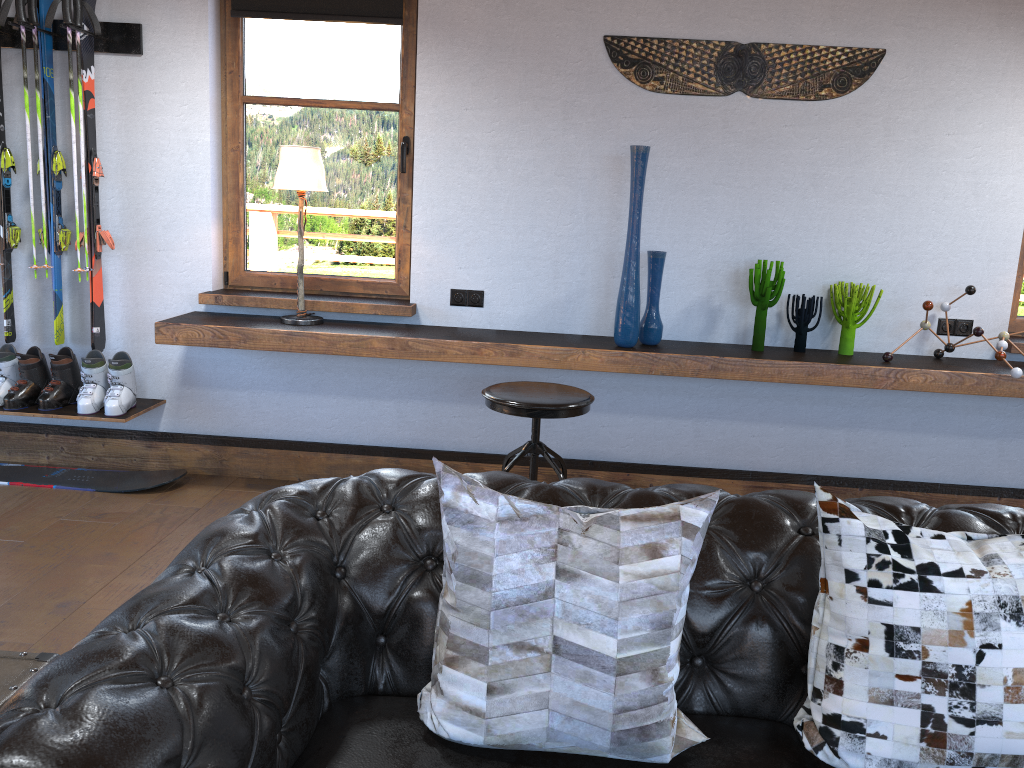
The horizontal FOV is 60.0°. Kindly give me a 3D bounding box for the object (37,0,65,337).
[{"bbox_3d":[-2.173,-0.990,4.121,0.073,1.617,0.112,3,11,3],"label":"object"}]

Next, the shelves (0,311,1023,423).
[{"bbox_3d":[0.083,-0.253,4.096,6.636,0.986,0.614,4,11,3],"label":"shelves"}]

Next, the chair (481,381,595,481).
[{"bbox_3d":[0.084,0.376,3.513,0.440,0.714,0.443,4,11,7],"label":"chair"}]

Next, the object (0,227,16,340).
[{"bbox_3d":[-2.397,-0.997,4.098,0.073,1.617,0.112,3,11,3],"label":"object"}]

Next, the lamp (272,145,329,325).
[{"bbox_3d":[-0.956,-0.374,4.288,0.245,1.477,0.635,4,11,7],"label":"lamp"}]

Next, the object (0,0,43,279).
[{"bbox_3d":[-2.163,-1.085,3.901,0.122,1.246,0.058,-6,14,-39],"label":"object"}]

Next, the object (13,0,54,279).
[{"bbox_3d":[-2.144,-1.097,3.964,0.122,1.246,0.059,0,11,-15],"label":"object"}]

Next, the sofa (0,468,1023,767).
[{"bbox_3d":[0.566,0.729,1.575,2.564,0.836,1.244,4,11,2],"label":"sofa"}]

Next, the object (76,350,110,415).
[{"bbox_3d":[-1.948,-0.018,4.108,0.117,0.270,0.252,3,11,-2],"label":"object"}]

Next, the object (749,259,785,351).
[{"bbox_3d":[1.127,-0.349,3.978,0.160,0.409,0.145,-3,12,-28],"label":"object"}]

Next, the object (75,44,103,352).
[{"bbox_3d":[-1.970,-0.935,4.065,0.095,1.602,0.115,3,11,3],"label":"object"}]

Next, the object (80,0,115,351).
[{"bbox_3d":[-1.873,-0.941,4.048,0.095,1.602,0.115,3,11,3],"label":"object"}]

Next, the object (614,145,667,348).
[{"bbox_3d":[0.584,-0.594,3.891,0.277,0.860,0.110,-7,15,-41],"label":"object"}]

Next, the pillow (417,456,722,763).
[{"bbox_3d":[0.103,0.385,1.582,0.527,0.468,0.284,4,11,5],"label":"pillow"}]

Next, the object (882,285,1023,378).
[{"bbox_3d":[2.042,-0.259,3.935,0.640,0.348,0.527,10,13,29],"label":"object"}]

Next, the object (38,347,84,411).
[{"bbox_3d":[-2.115,-0.035,4.142,0.116,0.270,0.254,7,12,18],"label":"object"}]

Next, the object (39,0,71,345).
[{"bbox_3d":[-2.099,-0.983,4.107,0.073,1.617,0.112,3,11,3],"label":"object"}]

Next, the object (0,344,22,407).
[{"bbox_3d":[-2.378,-0.048,4.138,0.116,0.270,0.253,5,11,8],"label":"object"}]

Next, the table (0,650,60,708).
[{"bbox_3d":[-1.014,0.790,1.421,0.417,0.607,0.407,4,11,3],"label":"table"}]

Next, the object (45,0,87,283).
[{"bbox_3d":[-1.953,-1.069,3.880,0.122,1.246,0.058,-3,13,-30],"label":"object"}]

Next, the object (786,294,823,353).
[{"bbox_3d":[1.319,-0.274,4.034,0.131,0.260,0.122,-3,12,-27],"label":"object"}]

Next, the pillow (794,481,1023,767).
[{"bbox_3d":[0.781,0.427,1.558,0.527,0.468,0.284,4,11,5],"label":"pillow"}]

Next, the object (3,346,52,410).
[{"bbox_3d":[-2.251,-0.037,4.115,0.116,0.270,0.254,8,12,23],"label":"object"}]

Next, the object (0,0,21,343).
[{"bbox_3d":[-2.338,-0.977,4.016,0.104,1.617,0.255,3,11,0],"label":"object"}]

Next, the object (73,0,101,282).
[{"bbox_3d":[-1.890,-1.083,3.967,0.122,1.246,0.058,-5,13,-35],"label":"object"}]

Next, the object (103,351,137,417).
[{"bbox_3d":[-1.822,-0.010,4.104,0.117,0.270,0.252,3,11,-2],"label":"object"}]

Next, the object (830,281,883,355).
[{"bbox_3d":[1.543,-0.297,4.033,0.184,0.331,0.197,-5,14,-37],"label":"object"}]

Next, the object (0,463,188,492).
[{"bbox_3d":[-2.364,0.407,4.243,1.622,0.065,0.309,4,12,2],"label":"object"}]

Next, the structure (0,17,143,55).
[{"bbox_3d":[-2.223,-1.581,3.938,1.050,0.134,0.320,4,12,2],"label":"structure"}]

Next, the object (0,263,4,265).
[{"bbox_3d":[-2.378,-1.112,3.972,0.122,1.246,0.059,0,11,-15],"label":"object"}]

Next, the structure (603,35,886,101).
[{"bbox_3d":[1.021,-1.393,3.914,1.247,0.239,0.099,4,11,2],"label":"structure"}]
